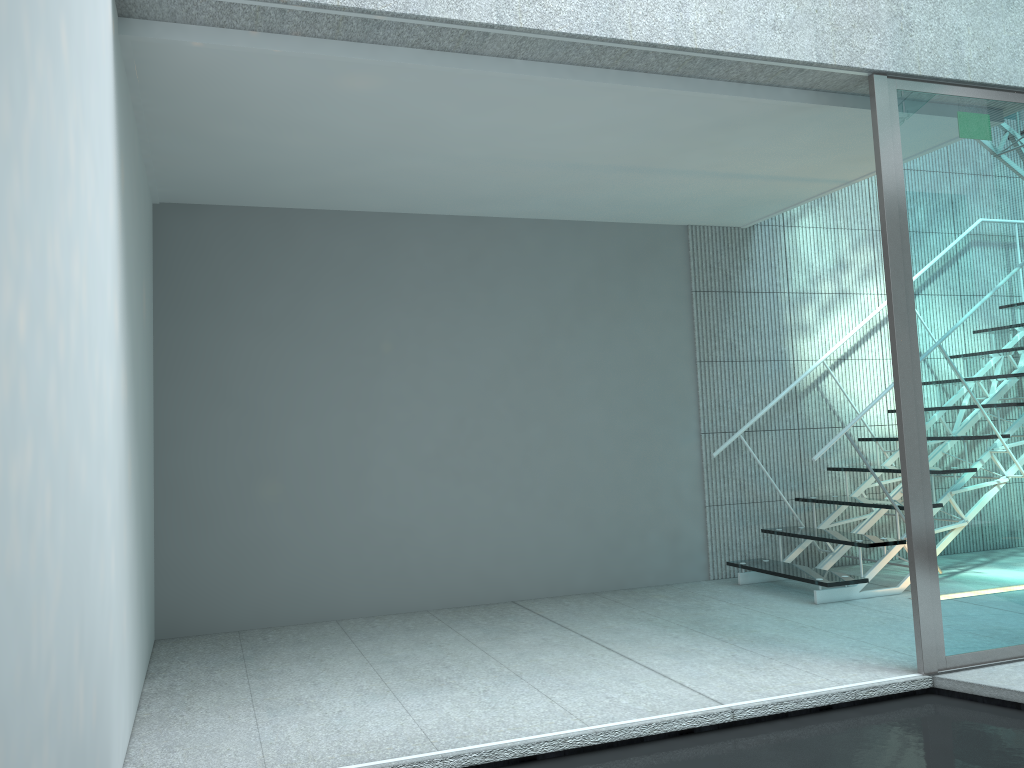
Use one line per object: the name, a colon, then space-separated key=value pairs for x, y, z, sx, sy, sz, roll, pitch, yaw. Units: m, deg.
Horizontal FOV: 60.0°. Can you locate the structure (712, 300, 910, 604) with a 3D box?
structure: x=2.846 y=-2.019 z=4.775 sx=3.296 sy=6.027 sz=1.904 roll=-1 pitch=-5 yaw=-19

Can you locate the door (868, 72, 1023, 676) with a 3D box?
door: x=1.715 y=-0.085 z=3.129 sx=0.865 sy=2.071 sz=0.076 roll=-1 pitch=-6 yaw=-19
